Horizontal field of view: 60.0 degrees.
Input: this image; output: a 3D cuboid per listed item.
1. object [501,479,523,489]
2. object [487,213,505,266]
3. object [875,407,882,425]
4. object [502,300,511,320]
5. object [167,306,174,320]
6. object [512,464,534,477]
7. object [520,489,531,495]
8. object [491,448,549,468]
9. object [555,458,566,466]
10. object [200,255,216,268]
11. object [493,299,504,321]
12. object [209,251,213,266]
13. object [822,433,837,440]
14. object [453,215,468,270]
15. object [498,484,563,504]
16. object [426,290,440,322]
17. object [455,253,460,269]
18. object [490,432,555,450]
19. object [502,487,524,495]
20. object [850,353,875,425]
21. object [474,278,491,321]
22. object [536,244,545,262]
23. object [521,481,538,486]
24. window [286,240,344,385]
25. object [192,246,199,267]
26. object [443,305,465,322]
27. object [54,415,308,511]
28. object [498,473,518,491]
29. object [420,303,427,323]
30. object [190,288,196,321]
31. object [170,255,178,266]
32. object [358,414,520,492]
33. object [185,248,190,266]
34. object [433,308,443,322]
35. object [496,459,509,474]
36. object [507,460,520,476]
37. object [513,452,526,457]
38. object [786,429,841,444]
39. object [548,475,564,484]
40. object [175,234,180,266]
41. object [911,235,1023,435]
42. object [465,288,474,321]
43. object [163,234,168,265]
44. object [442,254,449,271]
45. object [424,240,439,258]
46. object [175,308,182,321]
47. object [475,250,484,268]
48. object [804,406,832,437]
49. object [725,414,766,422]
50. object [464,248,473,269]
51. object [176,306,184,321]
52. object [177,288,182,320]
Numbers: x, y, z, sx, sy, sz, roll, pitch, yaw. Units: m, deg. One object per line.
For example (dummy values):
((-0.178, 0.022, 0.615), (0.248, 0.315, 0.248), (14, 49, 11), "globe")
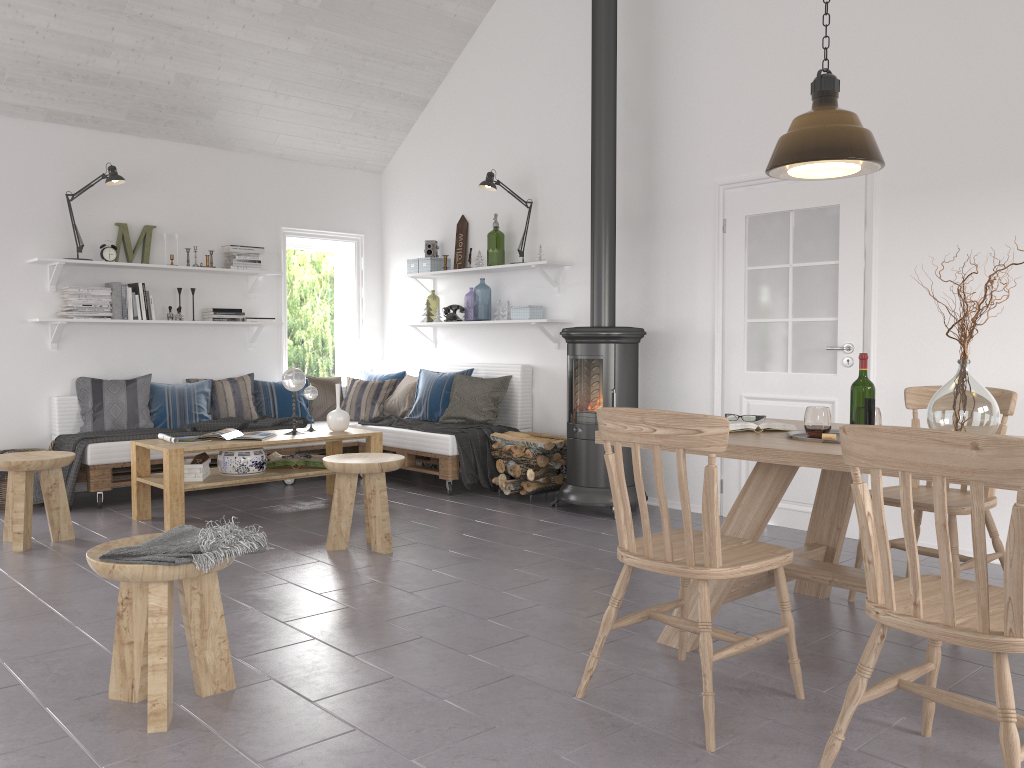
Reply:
((0.153, 0.681, 6.251), (0.561, 0.050, 0.057), (-2, 4, -42), "object")
((-0.124, -1.102, 6.815), (0.136, 0.415, 0.136), (0, 3, -9), "object")
((1.279, 0.138, 3.190), (0.095, 0.106, 0.095), (-1, 3, -14), "object")
((-0.029, -0.562, 6.760), (0.093, 0.161, 0.088), (-2, 3, -33), "object")
((-2.609, -0.537, 6.771), (0.032, 0.117, 0.058), (1, 3, 21), "object")
((0.232, 0.582, 6.176), (0.561, 0.102, 0.102), (-3, 4, -43), "object")
((0.255, 0.717, 6.185), (0.467, 0.067, 0.096), (-2, 4, -42), "object")
((0.048, 0.502, 6.092), (0.126, 0.104, 0.480), (-2, 4, -41), "object")
((0.183, 0.521, 6.216), (0.098, 0.067, 0.467), (-2, 4, -41), "object")
((-2.354, -0.946, 6.860), (0.124, 0.100, 0.124), (-1, 3, -20), "object")
((-0.095, -0.576, 6.878), (0.103, 0.178, 0.097), (0, 3, 10), "object")
((-2.357, -0.977, 6.956), (0.055, 0.153, 0.055), (1, 3, 15), "object")
((1.101, 0.184, 3.078), (0.046, 0.024, 0.024), (1, 3, 28), "object")
((-0.422, -1.156, 7.310), (0.053, 0.480, 0.154), (-2, 3, -37), "object")
((0.191, 0.737, 6.259), (0.478, 0.118, 0.456), (-2, 4, -42), "object")
((-0.657, -0.646, 7.389), (0.111, 0.270, 0.111), (-1, 3, -24), "object")
((-0.441, -0.986, 7.188), (0.052, 0.148, 0.052), (0, 3, 9), "object")
((0.062, 0.393, 6.113), (0.115, 0.079, 0.571), (-2, 4, -42), "object")
((0.174, 0.721, 6.247), (0.562, 0.063, 0.095), (-2, 4, -42), "object")
((1.218, 0.044, 3.081), (0.081, 0.303, 0.081), (1, 3, 14), "object")
((-0.230, -0.657, 6.926), (0.137, 0.335, 0.137), (2, 3, 36), "object")
((0.209, -0.949, 6.475), (0.072, 0.142, 0.073), (0, 3, -10), "object")
((0.230, 0.673, 6.164), (0.425, 0.033, 0.046), (-2, 4, -42), "object")
((-1.828, -0.470, 8.008), (0.685, 1.655, 0.052), (-2, 4, -42), "window")
((-2.422, -0.973, 6.788), (0.066, 0.160, 0.066), (2, 3, 34), "object")
((-0.476, -0.575, 7.235), (0.171, 0.146, 0.203), (-1, 3, -19), "object")
((-2.379, 0.517, 6.495), (1.892, 0.533, 0.685), (-3, 4, -43), "object")
((0.131, 0.684, 6.327), (0.520, 0.142, 0.118), (-2, 3, -39), "object")
((-0.706, -0.612, 7.470), (0.107, 0.195, 0.113), (-2, 3, -36), "object")
((-2.478, -0.614, 6.895), (0.085, 0.259, 0.085), (1, 3, 16), "object")
((-2.556, -0.930, 6.666), (0.088, 0.085, 0.088), (-1, 3, -20), "object")
((-0.605, 0.510, 6.864), (1.449, 0.508, 0.716), (2, 3, 37), "object")
((-2.483, -0.970, 6.797), (0.055, 0.153, 0.055), (1, 3, 25), "object")
((-0.610, -0.568, 7.283), (0.072, 0.124, 0.068), (2, 3, 32), "object")
((0.102, 0.565, 6.352), (0.516, 0.107, 0.103), (-3, 4, -44), "object")
((0.162, 0.569, 6.252), (0.463, 0.109, 0.110), (-3, 4, -44), "object")
((0.201, 0.459, 6.139), (0.529, 0.048, 0.059), (-2, 4, -42), "object")
((1.178, 0.187, 3.151), (0.394, 0.014, 0.394), (0, 3, 1), "object")
((0.137, 0.635, 6.204), (0.101, 0.070, 0.539), (-2, 4, -42), "object")
((-2.568, -1.023, 6.813), (0.084, 0.256, 0.084), (1, 3, 16), "object")
((1.448, -0.125, 2.820), (0.313, 0.666, 0.291), (0, 3, 10), "object")
((-0.321, -0.629, 7.037), (0.111, 0.270, 0.111), (-1, 3, -24), "object")
((-2.654, -1.022, 6.797), (0.084, 0.256, 0.084), (1, 3, 16), "object")
((-0.545, -0.992, 7.275), (0.085, 0.152, 0.085), (-1, 3, -19), "object")
((-0.682, -1.135, 7.498), (0.121, 0.157, 0.117), (0, 3, 7), "object")
((-2.538, -0.529, 6.748), (0.032, 0.102, 0.058), (2, 4, 42), "object")
((-0.254, -0.973, 6.924), (0.075, 0.147, 0.075), (1, 3, 14), "object")
((1.108, 0.137, 3.214), (0.095, 0.106, 0.095), (-1, 3, -14), "object")
((0.912, 0.129, 3.463), (0.141, 0.030, 0.135), (2, 3, 32), "object")
((-0.336, -0.992, 7.086), (0.092, 0.172, 0.177), (1, 3, 15), "object")
((-2.547, -0.539, 6.804), (0.058, 0.117, 0.032), (-2, 3, -31), "object")
((-2.566, -0.612, 6.852), (0.085, 0.259, 0.085), (1, 3, 16), "object")
